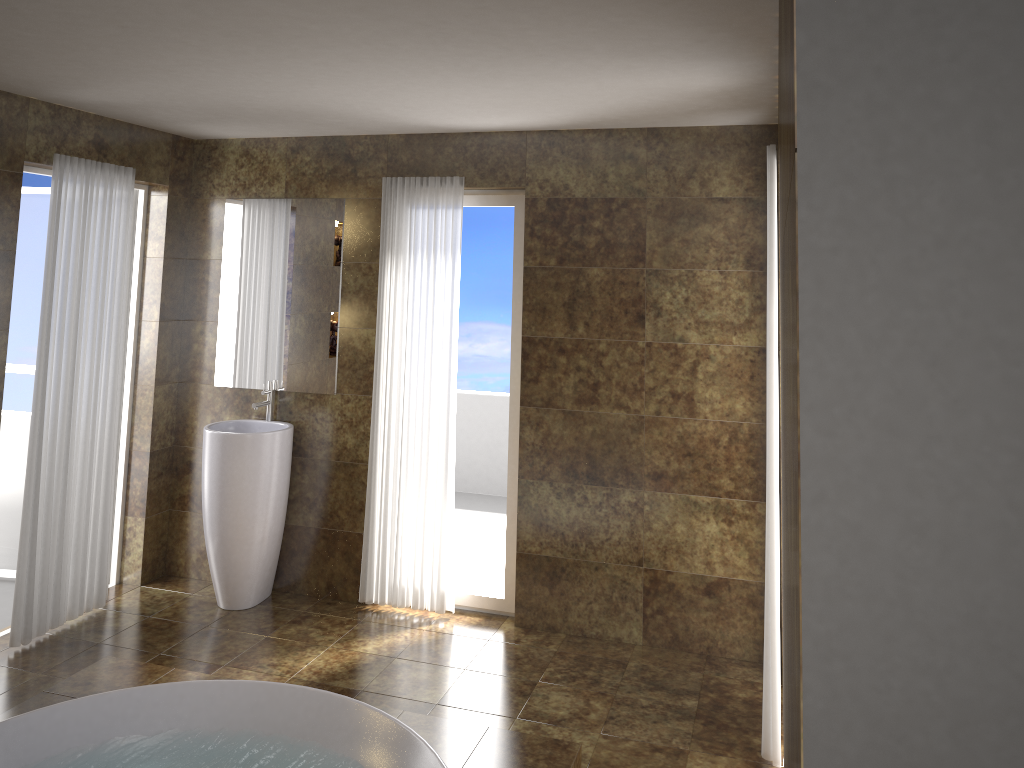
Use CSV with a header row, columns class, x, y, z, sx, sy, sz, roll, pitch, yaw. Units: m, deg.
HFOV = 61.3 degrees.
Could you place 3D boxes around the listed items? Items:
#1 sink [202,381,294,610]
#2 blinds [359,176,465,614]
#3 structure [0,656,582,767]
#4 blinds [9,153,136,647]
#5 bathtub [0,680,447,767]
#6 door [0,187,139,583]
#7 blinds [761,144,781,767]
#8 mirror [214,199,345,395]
class,x,y,z,sx,sy,sz,roll,pitch,yaw
sink,-1.413,0.574,4.559,0.459,1.145,0.430,0,-5,20
blinds,-0.517,0.013,4.555,0.519,2.283,0.066,0,-6,16
structure,-1.009,1.352,2.326,2.007,0.125,2.002,4,7,17
blinds,-2.123,0.011,4.263,0.068,2.295,0.590,0,-6,17
bathtub,-1.011,1.344,2.326,1.745,0.526,1.755,-4,8,-42
door,-2.662,-0.031,4.916,0.962,2.245,0.039,1,-6,7
blinds,1.017,0.196,3.413,0.069,2.295,0.476,0,-6,17
mirror,-1.319,-0.512,4.887,0.768,1.100,0.008,1,-6,17
